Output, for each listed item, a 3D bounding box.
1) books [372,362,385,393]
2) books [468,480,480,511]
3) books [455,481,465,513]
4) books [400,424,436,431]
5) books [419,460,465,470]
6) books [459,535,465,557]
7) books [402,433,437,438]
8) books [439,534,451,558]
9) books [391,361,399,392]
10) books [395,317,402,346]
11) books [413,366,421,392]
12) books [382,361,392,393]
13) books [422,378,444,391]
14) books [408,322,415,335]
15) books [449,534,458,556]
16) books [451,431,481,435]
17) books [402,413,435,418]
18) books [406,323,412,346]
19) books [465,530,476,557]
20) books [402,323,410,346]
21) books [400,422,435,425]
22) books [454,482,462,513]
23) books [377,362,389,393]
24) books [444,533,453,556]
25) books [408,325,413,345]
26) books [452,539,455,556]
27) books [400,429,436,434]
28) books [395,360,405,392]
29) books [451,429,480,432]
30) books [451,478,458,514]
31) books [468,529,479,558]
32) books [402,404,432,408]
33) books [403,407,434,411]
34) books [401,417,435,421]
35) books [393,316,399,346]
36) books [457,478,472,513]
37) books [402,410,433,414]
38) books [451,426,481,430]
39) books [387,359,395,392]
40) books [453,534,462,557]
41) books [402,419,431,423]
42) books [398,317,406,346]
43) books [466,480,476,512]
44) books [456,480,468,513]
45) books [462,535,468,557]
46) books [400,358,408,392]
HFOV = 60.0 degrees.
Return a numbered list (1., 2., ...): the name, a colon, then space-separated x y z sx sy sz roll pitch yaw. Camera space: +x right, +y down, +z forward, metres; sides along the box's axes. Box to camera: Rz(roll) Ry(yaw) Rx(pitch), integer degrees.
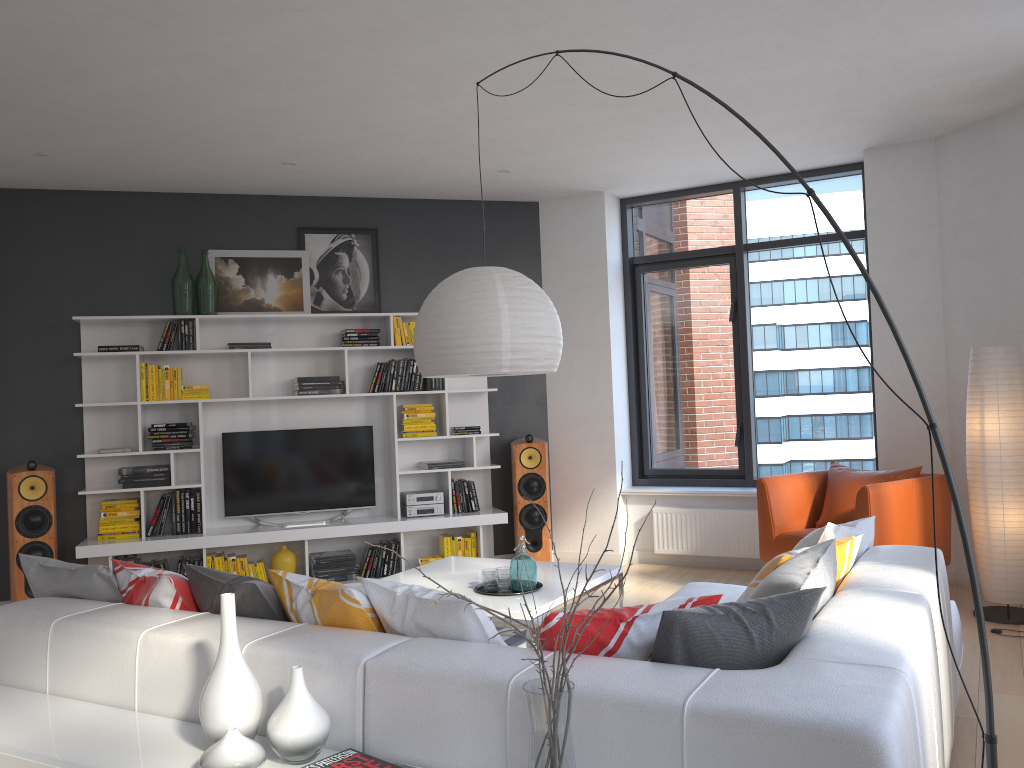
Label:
1. books: -1.028 -0.045 6.797 0.096 0.234 0.187 -2 -1 -16
2. books: -0.316 0.881 6.993 0.077 0.233 0.179 -2 -1 -17
3. books: -0.417 0.883 6.934 0.049 0.236 0.170 -2 -1 -16
4. books: -0.733 0.336 6.899 0.243 0.042 0.189 -2 -1 -17
5. books: -0.549 0.630 6.934 0.310 0.047 0.250 -2 -1 -21
6. books: -0.394 1.298 6.856 0.023 0.239 0.169 -2 -1 -17
7. books: -0.725 0.394 6.885 0.257 0.028 0.194 -2 -1 -12
8. books: -0.516 1.294 6.821 0.044 0.255 0.198 -2 -1 -17
9. books: -0.916 -0.054 6.824 0.068 0.243 0.179 -2 -1 -18
10. books: -0.888 -0.398 6.819 0.041 0.224 0.163 -2 -1 -18
11. books: -0.744 -0.065 6.877 0.084 0.249 0.191 -2 -1 -17
12. books: -0.958 -0.052 6.791 0.069 0.242 0.172 -2 -1 -16
13. books: -0.628 -0.098 6.943 0.128 0.321 0.259 -2 -1 -17
14. books: -0.764 -0.383 6.838 0.064 0.184 0.141 -2 -1 -16
15. books: -0.449 1.294 6.840 0.019 0.251 0.180 -2 -1 -17
16. books: -0.362 0.383 6.949 0.213 0.023 0.161 -2 -1 -13
17. books: -0.729 0.244 6.912 0.239 0.033 0.176 -2 -1 -13
18. books: -0.803 -0.379 6.823 0.044 0.178 0.128 -2 -1 -17
19. books: -0.321 1.280 6.885 0.029 0.270 0.204 -2 -1 -17
20. books: -0.824 -0.378 6.824 0.054 0.180 0.132 -2 -1 -16
21. books: -0.740 0.308 6.912 0.251 0.014 0.189 -2 -1 -13
22. books: -0.442 0.884 6.933 0.053 0.240 0.189 -2 -1 -16
23. books: -0.994 -0.047 6.793 0.081 0.233 0.169 -2 -1 -18
24. books: -0.487 1.291 6.832 0.015 0.263 0.199 -2 -1 -17
25. books: -0.782 -0.370 6.817 0.046 0.161 0.108 -2 -1 -18
26. books: -0.463 1.307 6.816 0.024 0.229 0.156 -2 -1 -17
27. books: -0.731 0.369 6.893 0.257 0.024 0.203 -2 -1 -14
28. books: -0.881 -0.060 6.839 0.084 0.249 0.191 -2 -1 -17
29. books: -0.365 0.364 6.951 0.198 0.015 0.142 -2 -1 -18
30. books: -0.475 0.869 6.928 0.053 0.268 0.202 -2 -1 -17
31. books: -0.298 1.280 6.901 0.025 0.270 0.213 -2 -1 -17
32. books: -0.746 0.170 6.931 0.223 0.023 0.163 -2 -1 -12
33. books: -0.729 0.193 6.912 0.223 0.023 0.163 -2 -1 -12
34. books: -0.738 0.270 6.911 0.239 0.019 0.171 -2 -1 -17
35. books: -0.904 -0.400 6.795 0.041 0.229 0.161 -2 -1 -18
36. books: -0.370 0.873 6.952 0.066 0.255 0.193 -2 -1 -17
37. books: -0.737 0.216 6.913 0.227 0.022 0.160 -2 -1 -1
38. books: -0.367 0.345 6.967 0.213 0.023 0.161 -2 -1 -13
39. books: -0.944 -0.059 6.822 0.075 0.254 0.192 -2 -1 -17
40. books: -0.422 1.293 6.846 0.035 0.250 0.185 -2 -1 -17
41. books: -0.744 0.290 6.890 0.217 0.023 0.145 -2 -1 -12
42. books: -0.861 -0.399 6.836 0.054 0.224 0.164 -2 -1 -17
43. books: -0.339 0.877 6.953 0.066 0.242 0.177 -2 -1 -17
44. books: -0.394 0.879 6.933 0.050 0.242 0.169 -2 -1 -17
45. books: -0.370 1.299 6.859 0.024 0.234 0.172 -2 -1 -17
46. books: -0.849 -0.066 6.850 0.066 0.260 0.197 -2 -1 -17
